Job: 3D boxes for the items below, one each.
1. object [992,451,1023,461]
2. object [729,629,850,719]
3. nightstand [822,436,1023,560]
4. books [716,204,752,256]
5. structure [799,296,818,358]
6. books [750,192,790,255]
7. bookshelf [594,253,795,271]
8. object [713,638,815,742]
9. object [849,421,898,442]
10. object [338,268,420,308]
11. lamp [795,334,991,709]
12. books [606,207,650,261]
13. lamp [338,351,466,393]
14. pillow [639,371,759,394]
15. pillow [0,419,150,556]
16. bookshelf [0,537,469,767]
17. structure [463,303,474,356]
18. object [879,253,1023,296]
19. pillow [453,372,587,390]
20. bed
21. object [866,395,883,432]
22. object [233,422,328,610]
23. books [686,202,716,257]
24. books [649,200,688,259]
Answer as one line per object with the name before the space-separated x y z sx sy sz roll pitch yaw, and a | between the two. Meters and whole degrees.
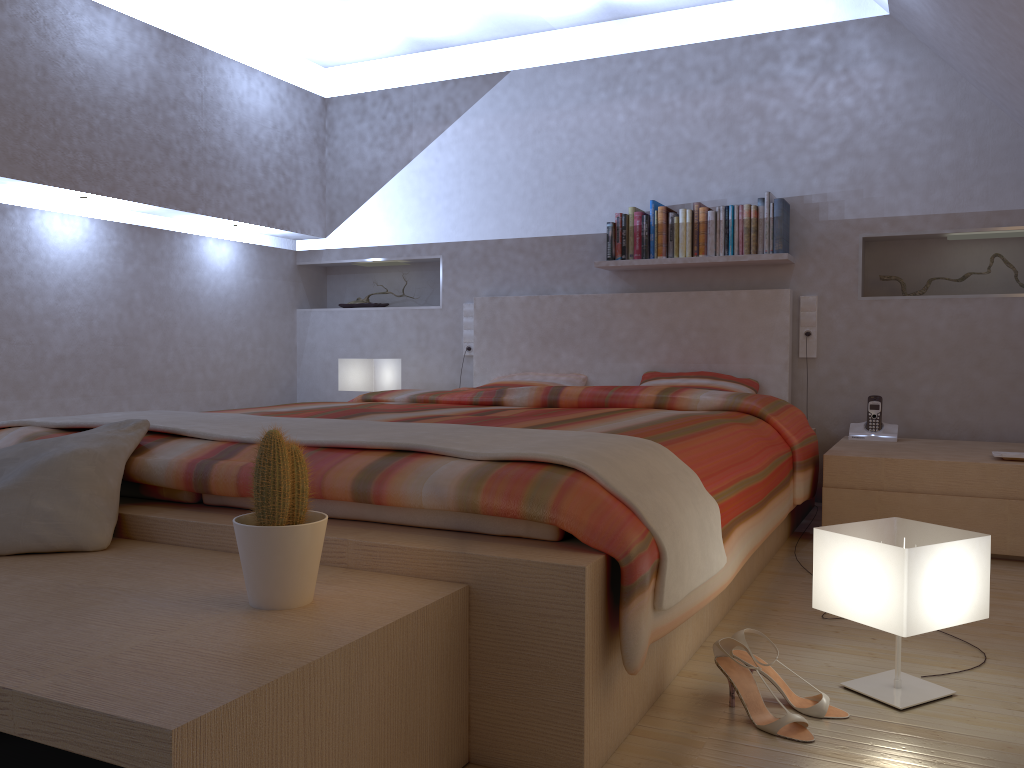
object | 1.785 0.256 3.105 0.179 0.015 0.177 1 2 26
object | 0.546 0.569 1.757 0.235 0.132 0.079 1 2 31
nightstand | 1.698 0.418 3.420 0.859 0.329 0.847 1 2 26
books | 1.053 -0.708 4.156 0.159 0.231 0.200 1 2 26
structure | 1.380 -0.266 4.129 0.077 0.286 0.034 1 2 26
books | 1.190 -0.730 4.089 0.145 0.281 0.200 1 2 26
bookshelf | 0.863 -0.582 4.247 0.916 0.028 0.223 1 2 26
object | 0.474 0.571 1.683 0.079 0.132 0.235 -1 2 -33
object | 1.560 0.200 3.823 0.192 0.087 0.153 1 2 26
object | -0.790 -0.574 5.332 0.589 0.242 0.183 1 2 24
lamp | 1.132 0.203 2.869 0.396 0.788 2.551 1 2 16
books | 0.597 -0.732 4.366 0.209 0.260 0.215 1 2 26
lamp | -0.612 0.063 4.820 0.684 0.515 0.318 -1 2 -36
pillow | 0.798 0.038 4.038 0.566 0.188 0.497 1 2 26
pillow | -1.063 0.207 1.884 0.498 0.241 0.470 0 2 -9
bookshelf | -0.886 0.483 1.530 1.495 0.303 0.643 1 2 26
structure | -0.231 -0.301 4.903 0.077 0.286 0.034 1 2 26
object | 2.115 -0.482 3.933 0.905 0.193 0.085 1 2 26
pillow | 0.046 0.034 4.454 0.572 0.180 0.492 1 2 26
bed | -0.091 0.086 3.162 2.087 0.994 3.009 1 2 26
object | 1.569 0.134 3.838 0.060 0.169 0.079 1 2 26
object | -0.360 0.201 1.381 0.144 0.294 0.144 -1 3 -39
books | 0.916 -0.725 4.216 0.140 0.260 0.209 1 2 26
books | 0.775 -0.739 4.288 0.178 0.281 0.200 1 2 26
